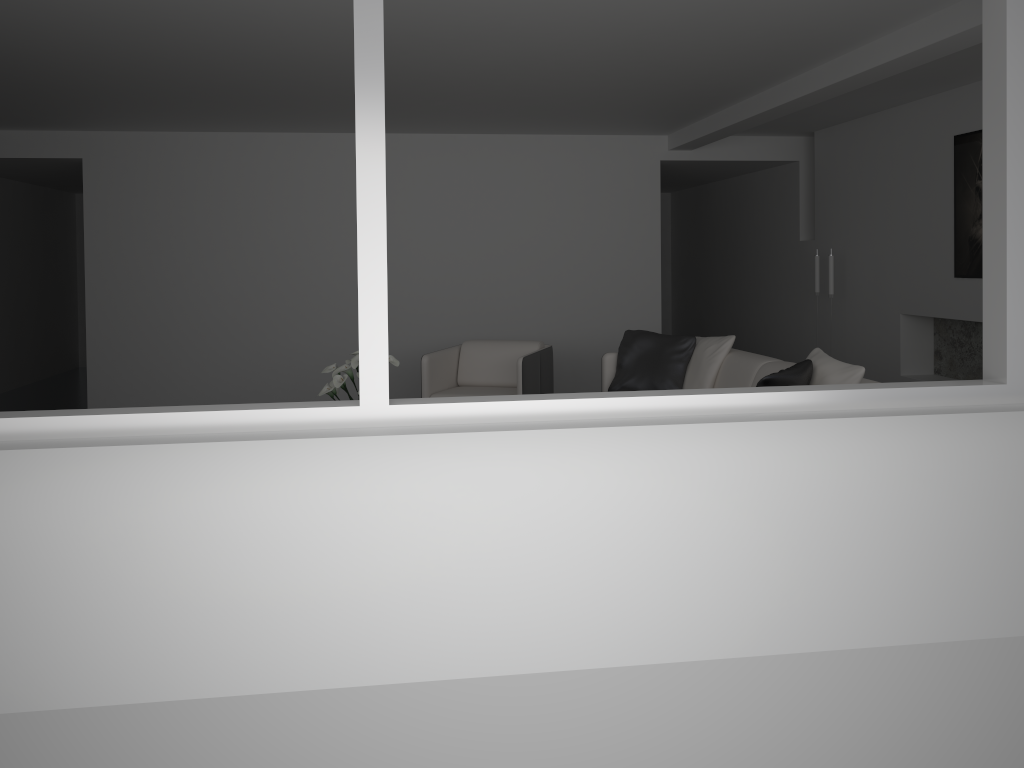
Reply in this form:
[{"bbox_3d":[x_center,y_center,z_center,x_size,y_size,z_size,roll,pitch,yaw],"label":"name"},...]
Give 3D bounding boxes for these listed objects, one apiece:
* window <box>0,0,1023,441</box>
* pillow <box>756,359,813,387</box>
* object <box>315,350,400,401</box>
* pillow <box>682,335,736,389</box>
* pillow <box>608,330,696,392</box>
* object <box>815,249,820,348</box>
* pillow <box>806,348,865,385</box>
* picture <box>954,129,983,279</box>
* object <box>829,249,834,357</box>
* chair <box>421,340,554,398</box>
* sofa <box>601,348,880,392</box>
[{"bbox_3d":[-0.395,-0.582,2.472,8.052,1.428,0.110,-2,1,-8],"label":"window"},{"bbox_3d":[1.296,0.109,4.386,0.334,0.434,0.555,2,6,38],"label":"pillow"},{"bbox_3d":[-0.917,0.212,5.172,0.447,0.794,0.379,-2,3,-25],"label":"object"},{"bbox_3d":[1.260,-0.095,5.999,0.323,0.497,0.589,-2,5,-18],"label":"pillow"},{"bbox_3d":[0.969,-0.139,6.106,0.566,0.447,0.279,3,5,36],"label":"pillow"},{"bbox_3d":[2.721,-0.503,7.843,0.180,1.390,0.180,-1,1,-8],"label":"object"},{"bbox_3d":[1.539,0.091,4.516,0.299,0.504,0.592,-1,5,-4],"label":"pillow"},{"bbox_3d":[3.178,-1.202,5.857,0.004,1.000,0.750,-1,4,-8],"label":"picture"},{"bbox_3d":[2.680,-0.438,7.386,0.180,1.390,0.180,-1,1,-8],"label":"object"},{"bbox_3d":[-0.155,0.029,6.587,0.767,0.658,0.926,1,6,17],"label":"chair"},{"bbox_3d":[1.289,0.194,5.288,0.919,0.656,2.258,-2,8,-10],"label":"sofa"}]
